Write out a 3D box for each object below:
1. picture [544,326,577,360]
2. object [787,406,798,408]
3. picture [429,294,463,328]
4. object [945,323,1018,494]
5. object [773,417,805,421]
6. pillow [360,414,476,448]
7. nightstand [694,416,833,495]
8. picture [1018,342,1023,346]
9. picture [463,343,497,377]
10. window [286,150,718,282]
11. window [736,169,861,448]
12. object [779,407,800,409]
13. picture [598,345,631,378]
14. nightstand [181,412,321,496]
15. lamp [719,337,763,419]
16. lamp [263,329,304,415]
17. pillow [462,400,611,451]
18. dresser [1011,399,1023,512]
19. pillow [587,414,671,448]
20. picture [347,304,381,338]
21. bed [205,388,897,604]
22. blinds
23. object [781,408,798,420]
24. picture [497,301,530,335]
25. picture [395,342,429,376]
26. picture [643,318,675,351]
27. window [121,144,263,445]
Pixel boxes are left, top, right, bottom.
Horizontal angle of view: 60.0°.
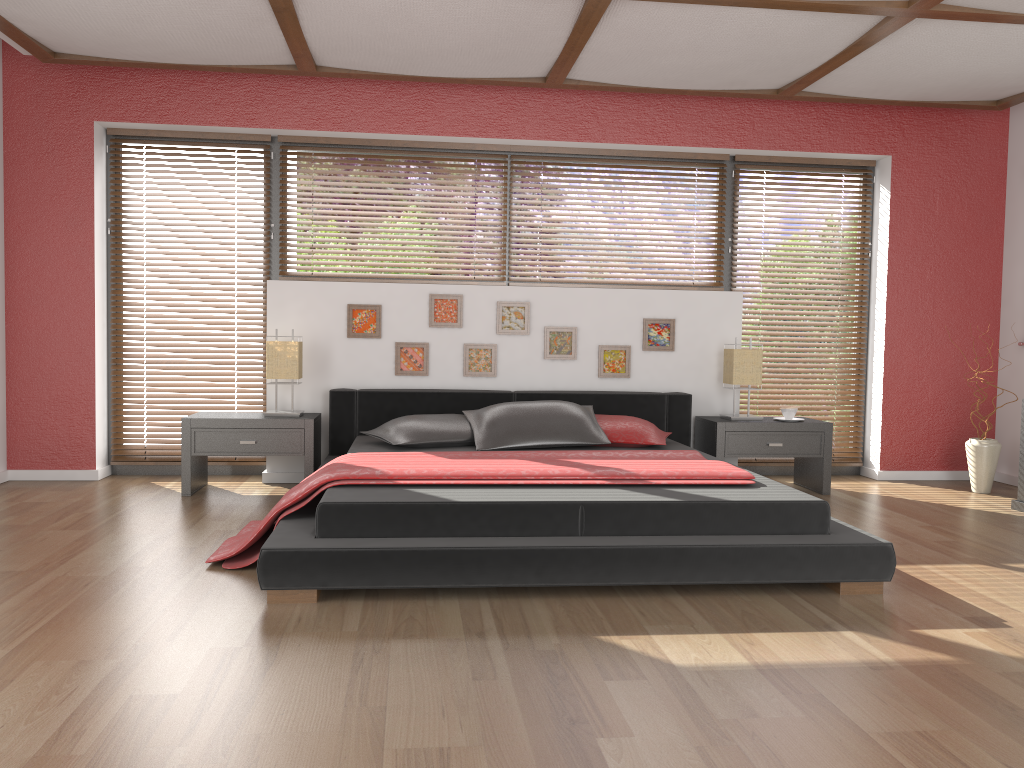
[{"bbox_3d":[0.297,-0.250,5.418,0.200,0.200,0.010,1,3,-6],"label":"picture"},{"bbox_3d":[1.656,0.141,5.293,0.192,0.007,0.007,-2,4,-42],"label":"object"},{"bbox_3d":[-0.397,-0.439,5.330,0.200,0.200,0.010,1,3,-6],"label":"picture"},{"bbox_3d":[2.798,0.141,5.350,0.422,1.035,0.364,-1,3,-31],"label":"object"},{"bbox_3d":[1.651,0.212,5.291,0.179,0.012,0.179,2,3,19],"label":"object"},{"bbox_3d":[-0.394,0.254,4.782,0.745,0.172,0.418,-1,3,-31],"label":"pillow"},{"bbox_3d":[1.502,0.425,5.341,0.700,0.423,0.413,1,3,-6],"label":"nightstand"},{"bbox_3d":[3.271,-0.856,5.245,0.028,1.270,0.701,1,3,-6],"label":"picture"},{"bbox_3d":[-0.192,-0.144,5.368,0.200,0.200,0.010,1,3,-6],"label":"picture"},{"bbox_3d":[-0.026,-1.058,5.695,2.817,0.786,0.020,1,3,-6],"label":"window"},{"bbox_3d":[1.900,-0.493,5.941,0.889,1.893,0.020,1,3,-6],"label":"window"},{"bbox_3d":[1.650,0.143,5.271,0.192,0.007,0.007,-1,4,-37],"label":"object"},{"bbox_3d":[0.631,-0.138,5.461,0.200,0.200,0.010,1,3,-6],"label":"picture"},{"bbox_3d":[-1.455,0.389,5.007,0.700,0.423,0.413,1,3,-6],"label":"nightstand"},{"bbox_3d":[1.388,-0.040,5.344,0.200,0.480,0.200,1,3,-6],"label":"lamp"},{"bbox_3d":[-1.293,-0.072,5.042,0.200,0.480,0.200,1,3,-6],"label":"lamp"},{"bbox_3d":[0.126,0.213,4.751,0.744,0.241,0.386,0,3,-11],"label":"pillow"},{"bbox_3d":[3.101,0.428,4.006,0.540,0.608,1.740,1,3,-6],"label":"dresser"},{"bbox_3d":[0.506,0.262,4.937,0.745,0.172,0.418,2,3,13],"label":"pillow"},{"bbox_3d":[-0.879,-0.373,5.279,0.200,0.200,0.010,1,3,-6],"label":"picture"},{"bbox_3d":[-0.006,0.381,4.162,2.469,0.577,2.413,1,3,-6],"label":"bed"},{"bbox_3d":[-0.032,-0.477,5.657,4.840,1.952,0.032,1,3,-6],"label":"blinds"},{"bbox_3d":[1.652,0.180,5.289,0.099,0.069,0.099,2,3,19],"label":"object"},{"bbox_3d":[0.008,-0.399,5.377,0.200,0.200,0.010,1,3,-6],"label":"picture"},{"bbox_3d":[-0.600,-0.150,5.322,0.200,0.200,0.010,1,3,-6],"label":"picture"},{"bbox_3d":[0.908,-0.304,5.483,0.200,0.200,0.010,1,3,-6],"label":"picture"},{"bbox_3d":[-1.976,-0.539,5.504,0.889,1.893,0.020,1,3,-6],"label":"window"}]
